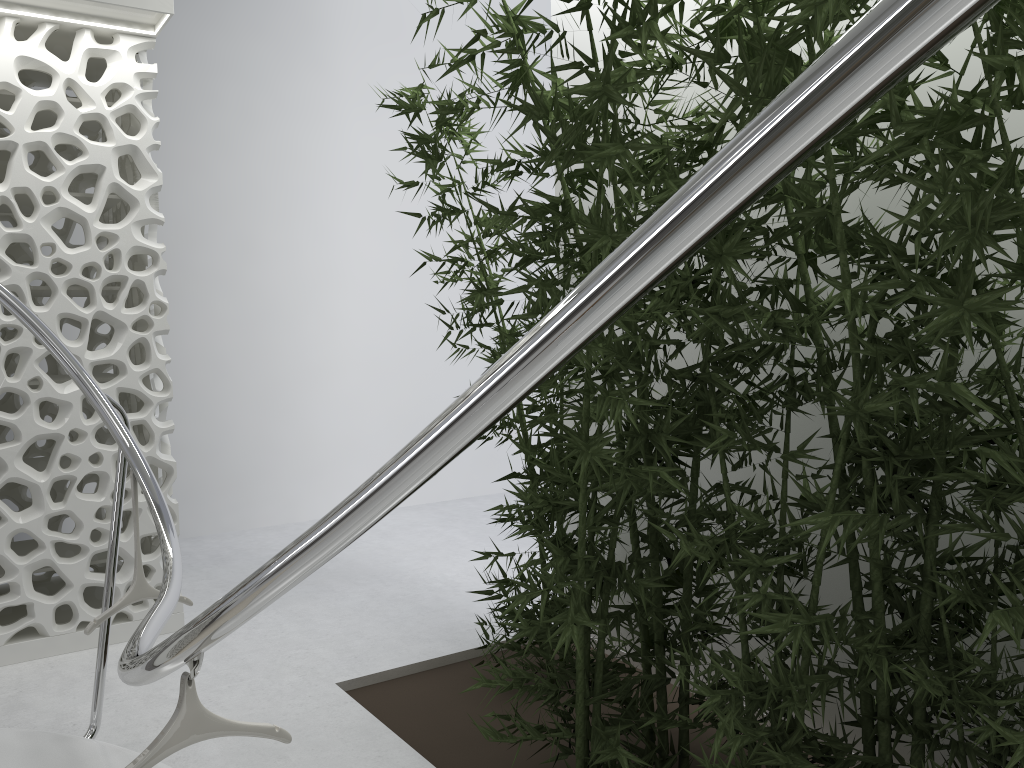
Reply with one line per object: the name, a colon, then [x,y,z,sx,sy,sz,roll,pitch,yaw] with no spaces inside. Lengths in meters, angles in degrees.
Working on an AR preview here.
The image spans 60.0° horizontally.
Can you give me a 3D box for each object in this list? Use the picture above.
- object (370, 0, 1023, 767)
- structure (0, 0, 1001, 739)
object: [0.780,-0.535,1.980,4.097,4.038,4.664,0,4,16]
structure: [-2.374,0.563,0.407,5.250,2.080,5.433,-4,4,-38]
